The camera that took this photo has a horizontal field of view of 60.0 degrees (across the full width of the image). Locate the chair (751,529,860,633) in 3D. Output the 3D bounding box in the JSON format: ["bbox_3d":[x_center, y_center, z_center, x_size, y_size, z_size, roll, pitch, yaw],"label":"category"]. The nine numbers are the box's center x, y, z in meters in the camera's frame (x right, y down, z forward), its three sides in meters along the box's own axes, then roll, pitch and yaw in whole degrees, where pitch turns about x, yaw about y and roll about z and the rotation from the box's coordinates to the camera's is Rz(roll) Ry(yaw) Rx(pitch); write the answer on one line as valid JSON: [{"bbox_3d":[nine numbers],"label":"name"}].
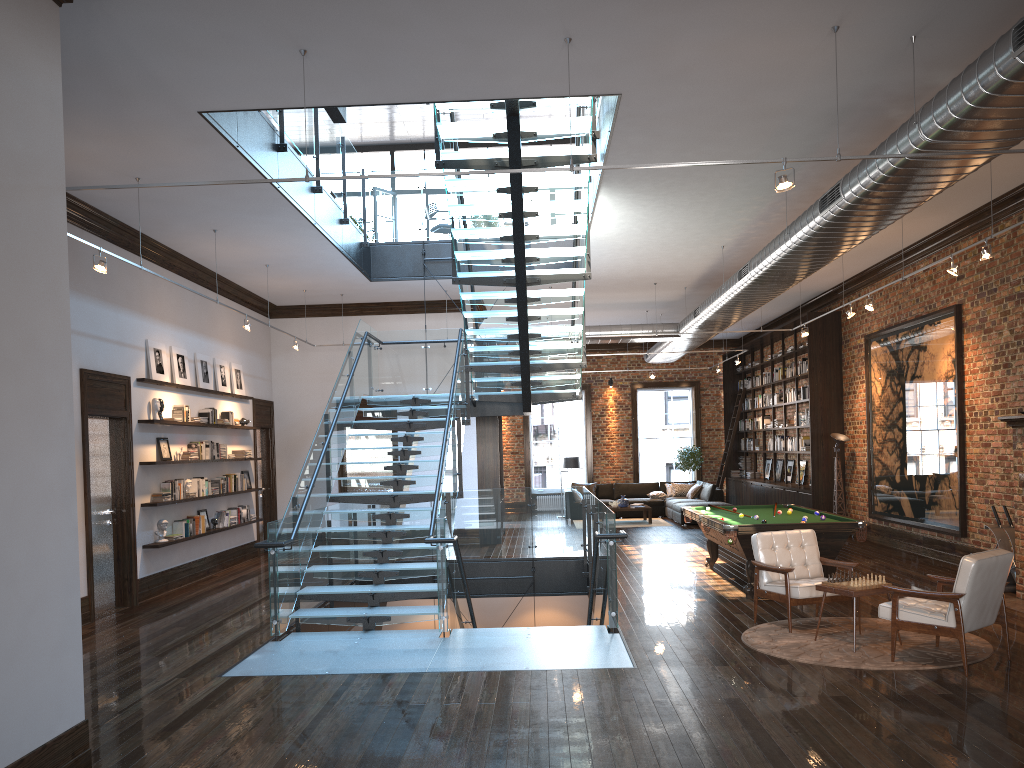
[{"bbox_3d":[2.707,1.807,8.191,0.768,0.866,0.743,-1,-1,-18],"label":"chair"}]

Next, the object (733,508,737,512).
[{"bbox_3d":[2.948,1.665,11.734,0.057,0.057,0.057,0,-2,-40],"label":"object"}]

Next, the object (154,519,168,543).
[{"bbox_3d":[-4.380,1.831,11.068,0.165,0.282,0.171,-1,-1,-30],"label":"object"}]

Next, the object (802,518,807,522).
[{"bbox_3d":[3.267,1.523,9.905,0.057,0.057,0.057,-2,-2,7],"label":"object"}]

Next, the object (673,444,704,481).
[{"bbox_3d":[4.593,2.498,23.045,0.812,1.864,0.800,-2,0,10],"label":"object"}]

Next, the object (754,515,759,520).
[{"bbox_3d":[2.876,1.573,10.440,0.057,0.057,0.057,-1,-2,-28],"label":"object"}]

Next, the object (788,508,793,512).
[{"bbox_3d":[3.553,1.616,11.316,0.057,0.057,0.057,0,-2,-43],"label":"object"}]

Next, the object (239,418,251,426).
[{"bbox_3d":[-4.279,0.602,14.037,0.281,0.136,0.124,0,-2,-31],"label":"object"}]

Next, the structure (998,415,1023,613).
[{"bbox_3d":[5.304,1.220,8.323,0.887,1.906,2.002,-2,-2,2],"label":"structure"}]

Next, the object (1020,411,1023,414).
[{"bbox_3d":[5.304,0.268,9.039,0.237,0.105,0.237,-2,-3,12],"label":"object"}]

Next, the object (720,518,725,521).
[{"bbox_3d":[2.426,1.571,10.235,0.057,0.057,0.057,0,-2,-41],"label":"object"}]

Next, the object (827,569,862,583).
[{"bbox_3d":[2.821,1.619,7.517,0.334,0.101,0.076,0,-2,-23],"label":"object"}]

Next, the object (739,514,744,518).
[{"bbox_3d":[2.777,1.598,10.739,0.057,0.057,0.057,-3,-2,39],"label":"object"}]

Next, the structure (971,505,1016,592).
[{"bbox_3d":[5.500,1.803,9.752,0.538,0.919,0.928,-2,-2,2],"label":"structure"}]

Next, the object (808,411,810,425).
[{"bbox_3d":[5.722,0.648,17.033,0.069,0.288,0.117,-2,0,-5],"label":"object"}]

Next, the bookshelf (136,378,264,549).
[{"bbox_3d":[-4.325,1.101,12.711,0.200,2.053,4.083,-2,-3,2],"label":"bookshelf"}]

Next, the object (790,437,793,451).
[{"bbox_3d":[5.938,1.265,18.653,0.166,0.282,0.015,-2,1,2],"label":"object"}]

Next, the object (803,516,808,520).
[{"bbox_3d":[3.361,1.539,10.164,0.057,0.057,0.057,-3,-2,41],"label":"object"}]

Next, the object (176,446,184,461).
[{"bbox_3d":[-4.397,0.920,11.737,0.059,0.187,0.122,-1,0,37],"label":"object"}]

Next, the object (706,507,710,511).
[{"bbox_3d":[2.658,1.694,12.015,0.057,0.057,0.057,-2,-2,3],"label":"object"}]

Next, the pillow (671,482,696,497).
[{"bbox_3d":[4.115,2.529,21.235,0.611,0.361,0.288,-2,-1,6],"label":"pillow"}]

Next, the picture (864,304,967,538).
[{"bbox_3d":[5.819,0.591,12.985,0.080,3.000,3.205,-2,-2,2],"label":"picture"}]

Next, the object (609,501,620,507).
[{"bbox_3d":[2.262,2.637,19.452,0.219,0.159,0.218,-4,-3,44],"label":"object"}]

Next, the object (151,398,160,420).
[{"bbox_3d":[-4.428,0.317,11.027,0.098,0.288,0.098,-1,0,44],"label":"object"}]

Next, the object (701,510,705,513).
[{"bbox_3d":[2.469,1.659,11.452,0.057,0.057,0.057,-2,-2,0],"label":"object"}]

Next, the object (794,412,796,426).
[{"bbox_3d":[5.745,0.711,17.918,0.069,0.288,0.117,-2,0,-5],"label":"object"}]

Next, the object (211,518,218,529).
[{"bbox_3d":[-4.325,2.028,12.896,0.106,0.152,0.082,-2,0,0],"label":"object"}]

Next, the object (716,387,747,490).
[{"bbox_3d":[5.411,1.646,22.213,0.897,3.077,0.495,-2,1,2],"label":"object"}]

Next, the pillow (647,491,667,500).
[{"bbox_3d":[3.469,2.670,21.227,0.409,0.204,0.612,-2,-4,0],"label":"pillow"}]

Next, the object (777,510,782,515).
[{"bbox_3d":[3.338,1.604,11.057,0.057,0.057,0.057,-1,-2,-33],"label":"object"}]

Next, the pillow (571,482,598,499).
[{"bbox_3d":[1.739,2.601,21.526,0.700,0.440,0.305,-2,-1,2],"label":"pillow"}]

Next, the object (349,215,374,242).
[{"bbox_3d":[-3.247,-2.741,18.911,0.811,1.864,0.801,-2,0,-40],"label":"object"}]

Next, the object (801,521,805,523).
[{"bbox_3d":[3.124,1.498,9.515,0.057,0.057,0.057,-2,-2,20],"label":"object"}]

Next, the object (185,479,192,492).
[{"bbox_3d":[-4.359,1.359,11.904,0.147,0.188,0.127,-2,-1,17],"label":"object"}]

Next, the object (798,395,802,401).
[{"bbox_3d":[5.852,0.278,17.927,0.096,0.137,0.236,-1,-3,-14],"label":"object"}]

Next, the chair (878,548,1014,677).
[{"bbox_3d":[3.302,1.684,6.746,0.767,0.866,0.743,-1,-2,-38],"label":"chair"}]

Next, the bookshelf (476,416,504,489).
[{"bbox_3d":[-0.411,1.204,16.901,0.400,3.517,1.783,-2,0,2],"label":"bookshelf"}]

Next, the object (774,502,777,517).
[{"bbox_3d":[3.416,1.626,11.507,0.028,0.072,1.607,-2,-4,17],"label":"object"}]

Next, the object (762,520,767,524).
[{"bbox_3d":[2.794,1.531,9.827,0.057,0.057,0.057,-2,-2,6],"label":"object"}]

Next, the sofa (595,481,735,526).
[{"bbox_3d":[2.978,2.695,20.200,3.500,0.803,3.456,-2,-4,2],"label":"sofa"}]

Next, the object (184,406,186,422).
[{"bbox_3d":[-4.388,0.401,11.717,0.154,0.207,0.010,-2,1,2],"label":"object"}]

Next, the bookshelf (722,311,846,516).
[{"bbox_3d":[5.760,0.971,19.588,0.600,3.996,7.421,-2,-3,2],"label":"bookshelf"}]

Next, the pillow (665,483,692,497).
[{"bbox_3d":[4.048,2.570,21.417,0.703,0.338,0.270,-2,-1,2],"label":"pillow"}]

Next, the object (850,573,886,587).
[{"bbox_3d":[2.923,1.598,7.279,0.334,0.101,0.076,0,-2,-23],"label":"object"}]

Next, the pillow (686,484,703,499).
[{"bbox_3d":[4.271,2.524,20.763,0.314,0.355,0.630,-2,-3,1],"label":"pillow"}]

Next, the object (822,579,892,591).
[{"bbox_3d":[2.874,1.671,7.399,0.388,0.028,0.389,0,-4,-23],"label":"object"}]

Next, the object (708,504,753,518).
[{"bbox_3d":[2.821,1.645,11.526,0.028,0.072,1.609,-2,-4,-6],"label":"object"}]

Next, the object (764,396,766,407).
[{"bbox_3d":[5.823,0.400,20.394,0.075,0.255,0.087,-2,0,-8],"label":"object"}]

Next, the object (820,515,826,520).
[{"bbox_3d":[3.556,1.531,10.141,0.057,0.057,0.057,-2,-2,24],"label":"object"}]

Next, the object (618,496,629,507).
[{"bbox_3d":[2.463,2.597,19.611,0.216,0.251,0.215,-3,-2,35],"label":"object"}]

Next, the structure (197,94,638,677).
[{"bbox_3d":[-0.613,0.728,10.367,3.576,14.495,7.046,-2,0,2],"label":"structure"}]

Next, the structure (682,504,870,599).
[{"bbox_3d":[3.084,1.995,10.852,1.552,0.851,2.962,-2,-4,2],"label":"structure"}]

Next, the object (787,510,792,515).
[{"bbox_3d":[3.438,1.597,10.996,0.057,0.057,0.057,-2,-2,2],"label":"object"}]
